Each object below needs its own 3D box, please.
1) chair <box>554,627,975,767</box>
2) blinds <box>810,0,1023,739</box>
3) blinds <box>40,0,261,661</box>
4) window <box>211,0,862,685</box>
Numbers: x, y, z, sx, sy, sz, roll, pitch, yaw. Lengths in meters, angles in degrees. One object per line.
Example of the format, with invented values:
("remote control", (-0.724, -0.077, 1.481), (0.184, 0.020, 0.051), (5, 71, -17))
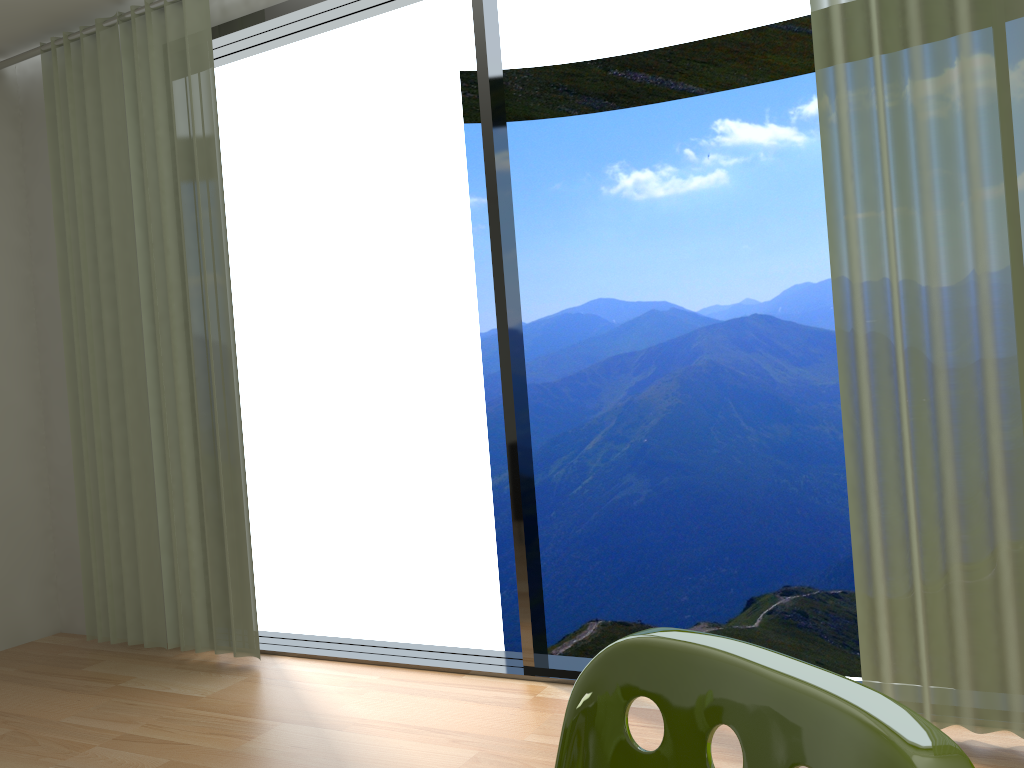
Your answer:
("chair", (0.013, 0.614, 0.585), (0.546, 0.759, 0.640), (-4, 0, -24))
("blinds", (1.283, -0.426, 2.106), (1.012, 2.568, 0.067), (-4, 0, 28))
("blinds", (-1.465, -0.215, 3.568), (1.012, 2.568, 0.067), (-4, 0, 28))
("window", (0.186, -0.259, 2.947), (3.336, 2.498, 0.219), (-4, 0, 28))
